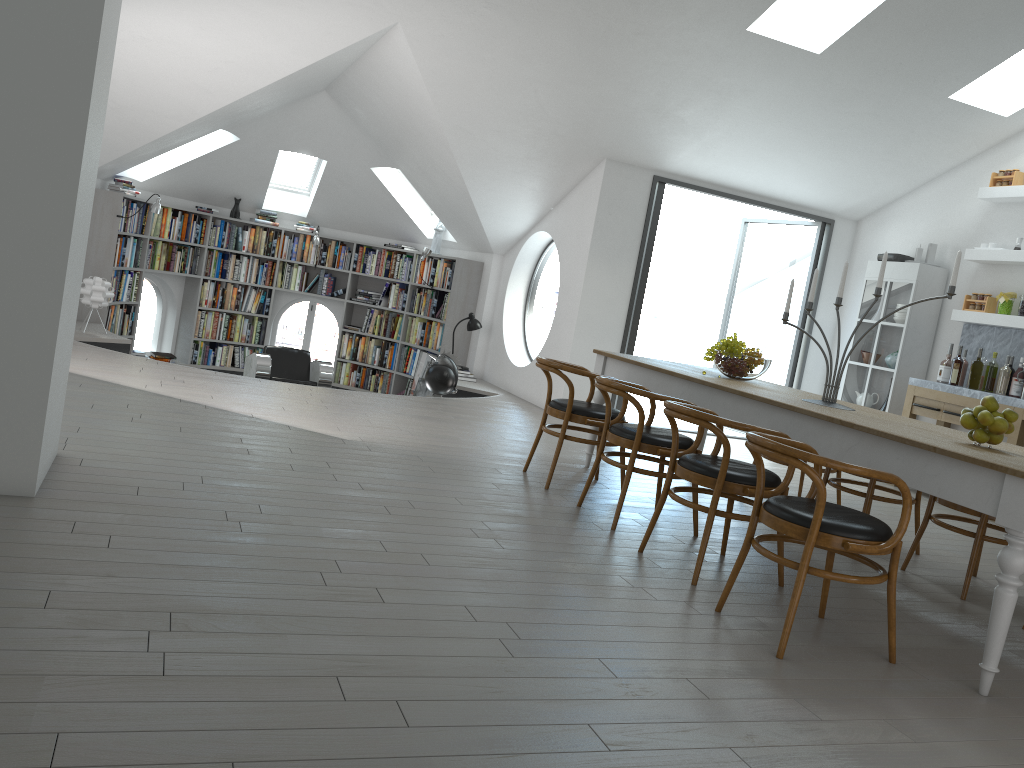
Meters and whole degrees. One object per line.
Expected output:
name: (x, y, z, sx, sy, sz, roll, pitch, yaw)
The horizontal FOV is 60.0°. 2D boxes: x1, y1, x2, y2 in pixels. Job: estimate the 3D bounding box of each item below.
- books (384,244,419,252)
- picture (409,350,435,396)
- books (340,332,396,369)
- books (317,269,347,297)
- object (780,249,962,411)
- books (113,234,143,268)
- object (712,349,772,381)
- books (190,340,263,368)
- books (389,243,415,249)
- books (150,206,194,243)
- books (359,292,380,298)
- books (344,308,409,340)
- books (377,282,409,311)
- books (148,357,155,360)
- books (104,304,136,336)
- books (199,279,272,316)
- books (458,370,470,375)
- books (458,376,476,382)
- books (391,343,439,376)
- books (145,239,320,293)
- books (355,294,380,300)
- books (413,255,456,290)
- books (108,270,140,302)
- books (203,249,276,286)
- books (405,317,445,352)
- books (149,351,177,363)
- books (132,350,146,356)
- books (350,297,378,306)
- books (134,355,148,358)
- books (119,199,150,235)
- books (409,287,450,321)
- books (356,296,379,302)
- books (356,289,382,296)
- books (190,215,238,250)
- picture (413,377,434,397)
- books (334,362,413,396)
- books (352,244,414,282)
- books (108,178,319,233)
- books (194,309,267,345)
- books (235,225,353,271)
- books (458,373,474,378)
books: (-1.436, -1.766, 11.533, 0.337, 0.036, 0.316, 14, 7, 30)
picture: (-1.083, 0.051, 10.737, 0.090, 0.861, 0.581, 8, 5, -32)
books: (-1.843, -0.445, 11.634, 0.873, 0.350, 0.272, 12, 5, 20)
books: (-2.336, -1.315, 11.702, 0.399, 0.340, 0.225, 10, 5, -2)
object: (1.756, -0.302, 4.479, 0.778, 0.873, 0.265, 15, 6, 42)
books: (-4.322, -1.456, 9.627, 0.303, 0.347, 1.091, 10, 6, -6)
object: (1.394, -0.103, 5.426, 0.359, 0.159, 0.361, 5, 8, -41)
books: (-3.707, -0.382, 11.407, 1.017, 0.306, 0.289, 6, 7, -37)
books: (-1.431, -1.793, 11.531, 0.248, 0.027, 0.233, 15, 8, 40)
books: (-4.118, -1.907, 10.470, 0.269, 0.372, 0.793, 12, 6, 21)
books: (-1.867, -1.176, 11.697, 0.227, 0.036, 0.213, 13, 7, 28)
books: (-1.701, -0.801, 11.566, 0.976, 0.351, 0.252, 12, 5, 21)
books: (-1.444, -1.136, 11.493, 0.554, 0.350, 0.255, 13, 5, 24)
books: (-4.526, -0.312, 10.567, 0.389, 0.042, 0.365, 14, 7, 34)
books: (-4.411, -0.502, 9.415, 0.390, 0.694, 1.646, 9, 6, -12)
books: (-3.573, -1.117, 11.356, 0.996, 0.351, 0.298, 6, 7, -38)
books: (-0.624, -0.160, 10.119, 0.269, 0.031, 0.287, 9, 6, -12)
books: (-0.636, -0.092, 10.124, 0.365, 0.042, 0.389, 8, 6, -22)
books: (-1.087, -0.248, 11.083, 0.303, 0.358, 1.189, 6, 7, -41)
books: (-3.583, -1.472, 11.092, 2.525, 0.370, 0.593, 5, 7, -41)
books: (-1.873, -1.146, 11.699, 0.286, 0.031, 0.269, 13, 7, 28)
books: (-0.844, -1.364, 10.964, 0.292, 0.361, 1.018, 6, 7, -39)
books: (-4.345, -1.077, 9.634, 0.260, 0.358, 1.023, 10, 6, -5)
books: (-3.529, -1.497, 11.362, 1.026, 0.358, 0.302, 6, 6, -36)
books: (-0.966, -0.607, 11.010, 0.275, 0.347, 1.025, 7, 7, -37)
books: (-4.275, -0.323, 10.849, 0.317, 0.099, 0.293, 8, 6, -20)
books: (-4.515, -0.376, 10.562, 0.213, 0.036, 0.227, 4, 8, -45)
books: (-1.884, -1.083, 11.704, 0.388, 0.042, 0.366, 12, 6, 18)
books: (-4.520, -0.346, 10.564, 0.269, 0.031, 0.287, 4, 8, -45)
books: (-4.239, -1.832, 9.583, 0.300, 0.360, 1.036, 10, 6, -6)
books: (-0.907, -0.986, 10.982, 0.279, 0.357, 1.056, 7, 7, -36)
books: (-1.878, -1.115, 11.701, 0.286, 0.031, 0.269, 12, 6, 13)
books: (-1.862, -1.207, 11.694, 0.269, 0.031, 0.287, 5, 8, -42)
books: (-3.767, -1.893, 11.054, 0.681, 0.345, 0.266, 5, 7, -45)
picture: (-1.089, 0.231, 10.567, 0.106, 0.554, 0.491, 8, 6, -32)
books: (-1.673, -0.028, 11.507, 1.501, 0.310, 0.359, 14, 6, 30)
books: (-1.621, -1.569, 11.546, 0.971, 0.367, 0.306, 13, 5, 21)
books: (-3.612, -2.150, 10.763, 0.750, 0.173, 2.811, 15, 7, 38)
books: (-3.632, -0.738, 11.394, 1.030, 0.356, 0.294, 6, 7, -37)
books: (-2.829, -1.788, 11.563, 1.564, 0.366, 0.395, 9, 5, -16)
books: (-0.629, -0.128, 10.122, 0.286, 0.034, 0.306, 7, 7, -32)
